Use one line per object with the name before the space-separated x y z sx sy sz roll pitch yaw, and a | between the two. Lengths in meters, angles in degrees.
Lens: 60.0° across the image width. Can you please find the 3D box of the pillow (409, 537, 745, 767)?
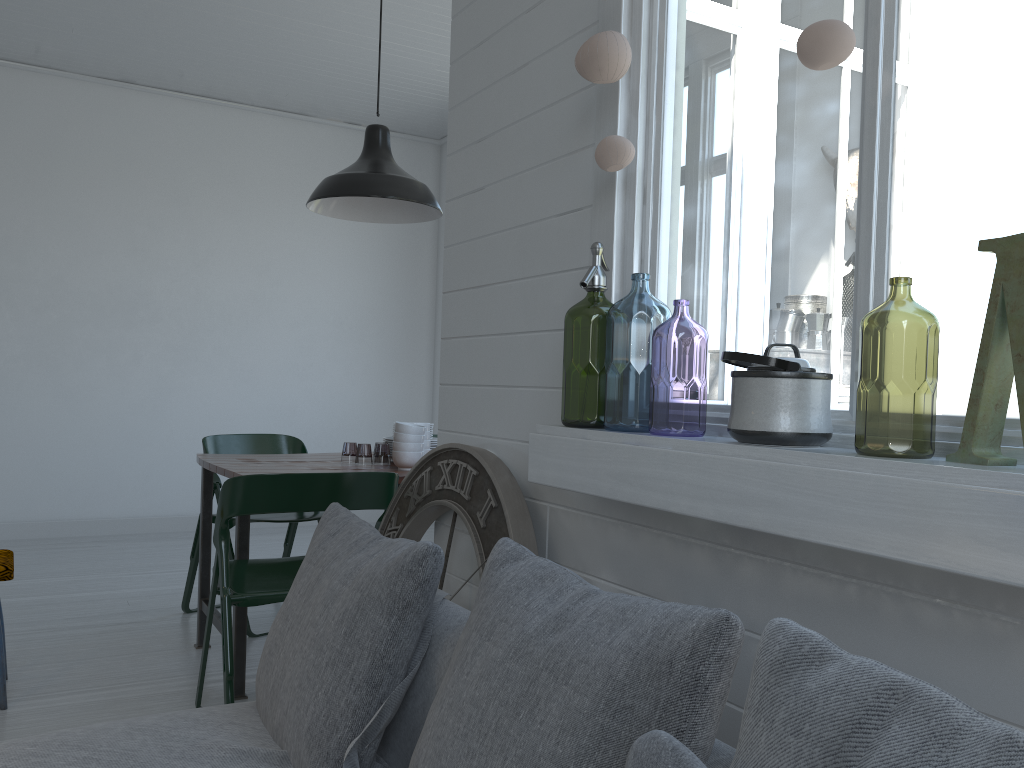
pillow | 0.045 0.549 1.380 0.280 0.520 0.641 2 0 -29

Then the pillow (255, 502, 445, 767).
pillow | -0.393 0.565 1.966 0.279 0.522 0.638 2 0 -30

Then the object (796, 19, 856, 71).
object | 0.520 -1.224 1.451 0.197 1.427 0.200 2 1 -19

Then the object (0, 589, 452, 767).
object | -0.728 0.902 1.792 1.684 0.924 1.212 2 0 11

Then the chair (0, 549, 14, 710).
chair | -2.208 0.971 3.490 0.419 0.563 0.419 2 0 -29

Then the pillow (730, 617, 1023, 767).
pillow | 0.379 0.560 0.767 0.279 0.561 0.638 2 0 -29

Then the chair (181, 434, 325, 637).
chair | -1.354 0.794 4.906 0.730 1.007 0.651 2 1 41

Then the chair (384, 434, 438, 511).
chair | -0.419 0.829 5.436 0.651 1.007 0.730 2 1 -39

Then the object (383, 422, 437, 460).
object | -0.501 0.294 4.468 0.300 0.195 0.305 2 0 7

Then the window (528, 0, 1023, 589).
window | 0.551 -0.957 1.460 0.254 2.399 1.481 2 1 -29

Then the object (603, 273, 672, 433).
object | 0.266 -0.065 1.872 0.137 0.335 0.137 2 1 -22

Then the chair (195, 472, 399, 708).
chair | -0.792 0.807 3.313 0.651 1.007 0.730 2 1 -29

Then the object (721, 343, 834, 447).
object | 0.464 0.017 1.540 0.186 0.174 0.208 2 0 41

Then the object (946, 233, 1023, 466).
object | 0.697 -0.040 1.105 0.052 0.311 0.330 2 0 -19

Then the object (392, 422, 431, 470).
object | -0.463 0.283 4.116 0.149 0.216 0.309 2 0 3

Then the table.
table | -0.624 0.840 4.356 1.695 0.930 1.170 2 0 -32

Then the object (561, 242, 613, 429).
object | 0.184 -0.110 1.983 0.136 0.415 0.136 2 1 -32

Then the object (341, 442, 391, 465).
object | -0.692 0.334 4.268 0.241 0.098 0.172 2 0 -26

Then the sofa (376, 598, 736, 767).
sofa | -1.012 0.879 0.192 3.408 0.899 3.393 2 0 -30

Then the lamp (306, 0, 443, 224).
lamp | -0.633 -1.580 4.253 0.650 1.499 0.650 2 1 -33

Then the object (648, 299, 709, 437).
object | 0.329 -0.030 1.746 0.111 0.270 0.111 2 1 -11

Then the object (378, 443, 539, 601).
object | -0.283 0.739 2.536 0.585 1.138 1.111 1 1 -44

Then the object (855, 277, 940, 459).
object | 0.577 -0.024 1.327 0.111 0.270 0.111 2 1 -11

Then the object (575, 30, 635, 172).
object | 0.249 -1.159 1.922 0.193 1.405 0.197 2 1 21

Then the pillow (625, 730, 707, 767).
pillow | 0.221 0.610 0.763 0.277 0.445 0.528 2 0 -15
